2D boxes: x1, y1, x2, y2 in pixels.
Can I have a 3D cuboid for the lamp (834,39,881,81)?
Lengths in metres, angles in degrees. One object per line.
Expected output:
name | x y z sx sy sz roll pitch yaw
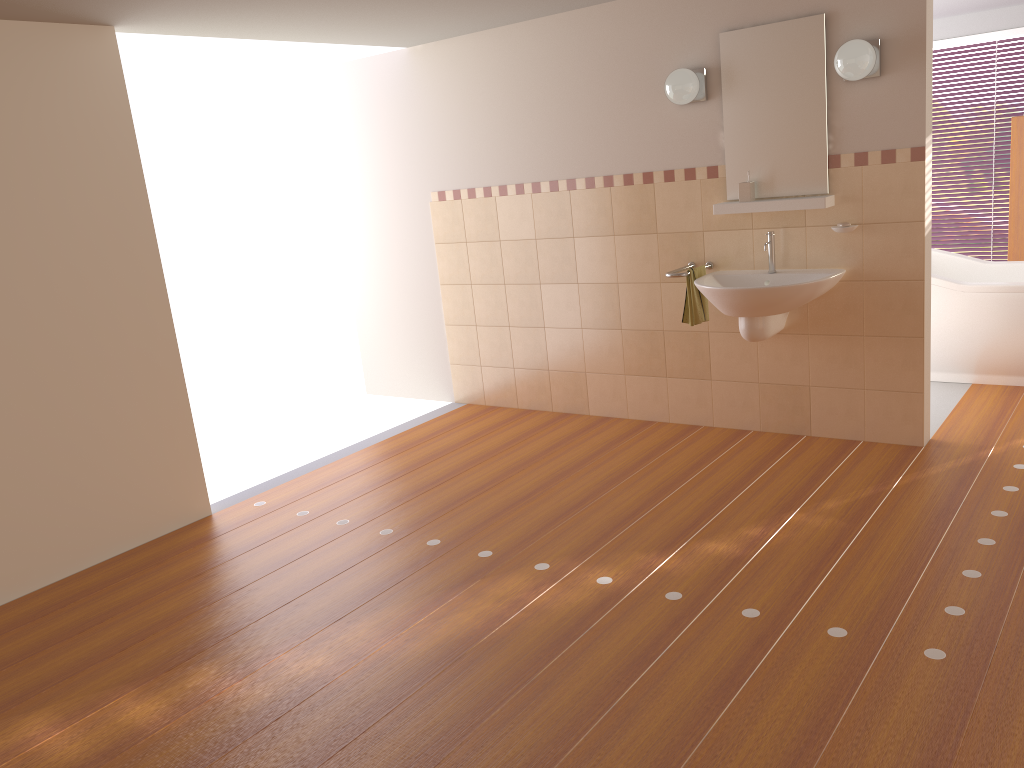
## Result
lamp | 1.507 -1.418 3.885 0.173 0.173 0.209 4 17 37

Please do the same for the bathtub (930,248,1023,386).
bathtub | 2.986 -0.517 5.199 1.874 0.900 0.888 4 17 37

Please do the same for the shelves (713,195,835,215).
shelves | 1.263 -0.868 4.301 0.554 0.050 0.138 4 17 37

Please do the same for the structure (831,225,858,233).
structure | 1.552 -0.723 4.155 0.117 0.029 0.092 4 17 37

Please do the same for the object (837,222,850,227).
object | 1.552 -0.744 4.150 0.050 0.023 0.075 -6 14 2

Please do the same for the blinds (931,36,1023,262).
blinds | 4.424 -1.661 6.750 4.712 2.022 0.032 4 17 37

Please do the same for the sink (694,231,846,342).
sink | 1.186 -0.448 4.240 0.683 0.516 0.539 4 17 37

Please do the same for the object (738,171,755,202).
object | 1.148 -0.969 4.346 0.063 0.149 0.073 4 17 37

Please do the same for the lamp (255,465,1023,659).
lamp | 0.822 0.333 4.606 3.173 0.001 2.893 4 17 37

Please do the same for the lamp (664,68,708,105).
lamp | 0.846 -1.468 4.377 0.173 0.173 0.209 4 17 37

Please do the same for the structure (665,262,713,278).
structure | 0.898 -0.581 4.548 0.142 0.042 0.333 4 17 37

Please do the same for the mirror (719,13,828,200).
mirror | 1.248 -1.298 4.237 0.502 0.799 0.008 4 17 37

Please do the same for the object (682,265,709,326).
object | 0.955 -0.453 4.541 0.181 0.306 0.085 -16 17 -35
